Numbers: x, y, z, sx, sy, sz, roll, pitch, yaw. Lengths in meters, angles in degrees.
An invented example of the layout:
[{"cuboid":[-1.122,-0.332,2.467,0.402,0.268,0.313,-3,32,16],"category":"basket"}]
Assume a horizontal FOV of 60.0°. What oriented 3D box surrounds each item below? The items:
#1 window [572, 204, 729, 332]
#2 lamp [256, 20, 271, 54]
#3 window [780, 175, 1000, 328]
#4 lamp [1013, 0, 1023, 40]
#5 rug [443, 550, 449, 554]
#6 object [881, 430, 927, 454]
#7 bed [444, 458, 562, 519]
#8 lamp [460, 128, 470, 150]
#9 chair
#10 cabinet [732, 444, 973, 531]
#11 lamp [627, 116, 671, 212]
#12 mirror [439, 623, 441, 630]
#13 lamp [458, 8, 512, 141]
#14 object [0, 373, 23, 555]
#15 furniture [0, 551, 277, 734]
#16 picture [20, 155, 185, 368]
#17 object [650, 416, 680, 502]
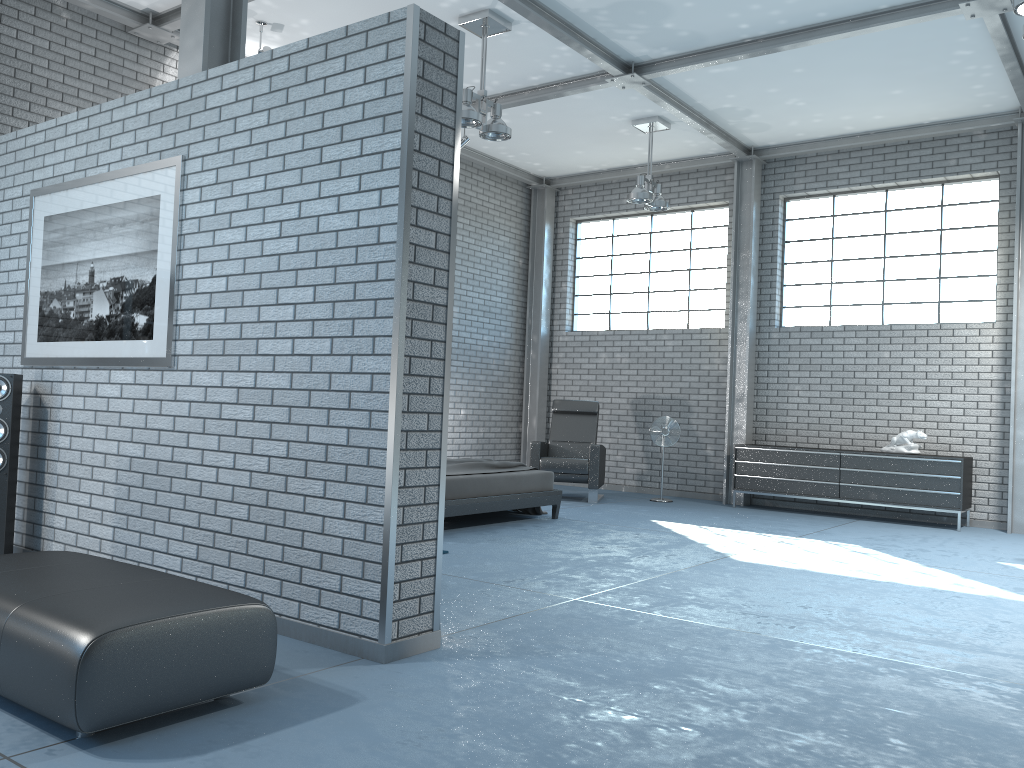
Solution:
[{"cuboid":[1.735,-1.403,11.150,2.200,1.500,0.100,1,-2,36],"category":"window"},{"cuboid":[-2.027,-2.765,7.205,0.137,0.311,0.166,3,-2,-29],"category":"lamp"},{"cuboid":[3.990,-1.353,9.491,2.200,1.500,0.100,1,-2,36],"category":"window"},{"cuboid":[2.833,-2.348,4.685,0.300,0.872,0.639,1,-2,36],"category":"lamp"},{"cuboid":[-1.515,1.075,6.108,2.060,0.012,0.886,1,-2,36],"category":"rug"},{"cuboid":[3.906,0.575,8.833,0.151,0.244,0.496,3,-2,-29],"category":"object"},{"cuboid":[-0.971,0.823,7.901,2.261,0.674,2.290,1,-2,36],"category":"bed"},{"cuboid":[-0.518,-2.629,9.282,0.161,0.343,0.137,2,-2,6],"category":"lamp"},{"cuboid":[0.651,0.722,9.916,0.763,1.099,0.940,2,-2,11],"category":"chair"},{"cuboid":[3.448,1.027,9.145,2.250,0.682,0.510,1,-2,36],"category":"cabinet"},{"cuboid":[1.429,-2.285,9.191,0.300,0.872,0.639,1,-2,36],"category":"lamp"},{"cuboid":[-0.598,0.567,3.910,0.674,0.978,0.165,1,-2,36],"category":"mirror"},{"cuboid":[-0.227,-2.415,6.936,0.300,0.872,0.639,1,-2,36],"category":"lamp"},{"cuboid":[-2.772,0.466,4.768,0.159,1.045,0.254,3,-2,-19],"category":"object"},{"cuboid":[-1.468,0.794,2.992,1.291,0.301,0.685,1,-2,36],"category":"furniture"},{"cuboid":[-2.187,-0.597,4.657,1.490,1.015,0.020,1,-2,36],"category":"picture"},{"cuboid":[1.696,0.840,9.971,0.342,0.954,0.258,2,-2,2],"category":"object"}]
